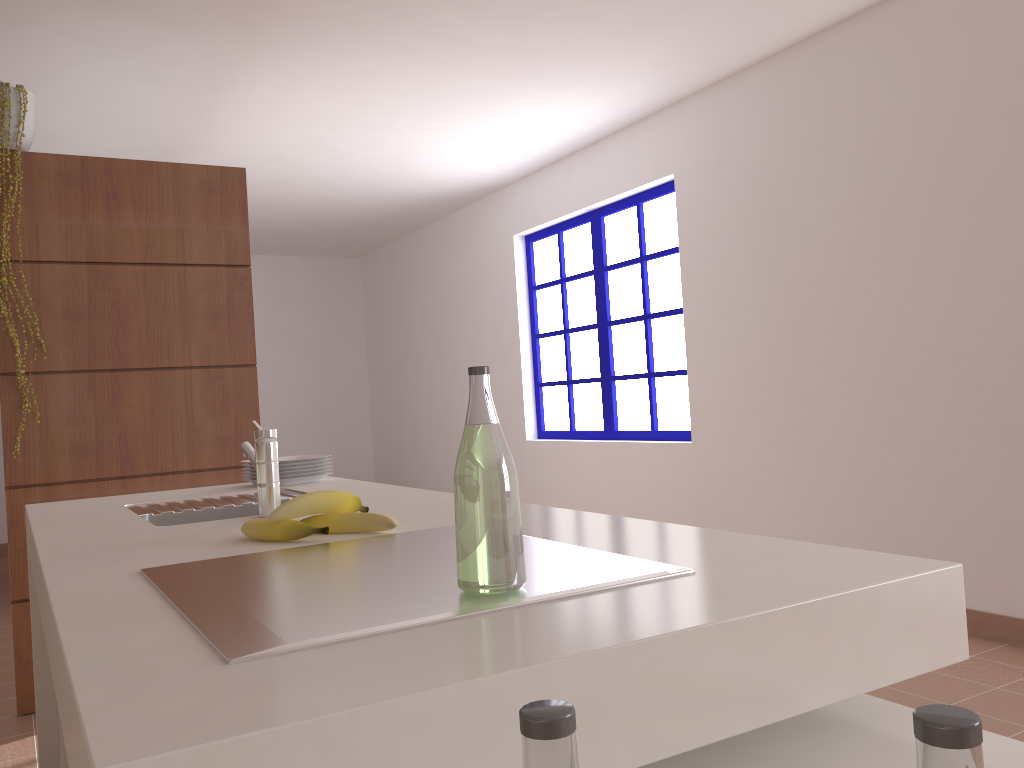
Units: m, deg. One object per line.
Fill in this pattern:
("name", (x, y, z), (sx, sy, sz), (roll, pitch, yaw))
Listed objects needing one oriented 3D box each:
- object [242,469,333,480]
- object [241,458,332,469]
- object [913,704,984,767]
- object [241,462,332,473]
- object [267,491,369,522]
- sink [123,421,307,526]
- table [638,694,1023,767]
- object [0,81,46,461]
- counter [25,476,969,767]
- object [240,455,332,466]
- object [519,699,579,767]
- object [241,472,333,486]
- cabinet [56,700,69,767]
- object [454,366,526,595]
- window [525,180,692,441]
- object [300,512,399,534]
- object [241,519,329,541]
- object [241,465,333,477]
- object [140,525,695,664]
("object", (-0.647, 0.265, 2.556), (0.228, 0.020, 0.228), (-5, -1, 42))
("object", (-0.648, 0.234, 2.556), (0.228, 0.020, 0.228), (-5, -1, 42))
("object", (0.163, 0.233, 0.315), (0.071, 0.230, 0.071), (-5, -1, 41))
("object", (-0.648, 0.244, 2.556), (0.228, 0.020, 0.228), (-5, -1, 42))
("object", (-0.303, 0.200, 1.448), (0.047, 0.055, 0.207), (-4, -1, 37))
("sink", (-0.631, 0.270, 2.016), (0.404, 0.368, 0.668), (-3, -1, -30))
("table", (0.135, 0.682, 0.732), (0.737, 0.647, 1.003), (-3, -1, -30))
("object", (-1.824, -0.395, 3.163), (0.279, 1.344, 0.297), (-4, -1, 20))
("counter", (-0.395, 0.654, 1.645), (0.821, 0.800, 2.156), (-3, -1, -30))
("object", (-0.649, 0.224, 2.557), (0.228, 0.020, 0.228), (-5, -1, 42))
("object", (0.021, 0.242, 0.347), (0.071, 0.230, 0.071), (-5, -1, 41))
("object", (-0.646, 0.275, 2.556), (0.228, 0.020, 0.228), (-5, -1, 42))
("cabinet", (-0.361, 0.701, 1.598), (0.737, 0.700, 2.048), (-3, -1, -30))
("object", (-0.027, 0.097, 0.916), (0.071, 0.230, 0.071), (-5, -1, 41))
("window", (0.571, -0.367, 5.494), (0.035, 1.430, 1.699), (-3, -1, -30))
("object", (-0.273, 0.225, 1.437), (0.207, 0.033, 0.060), (-4, -1, 15))
("object", (-0.376, 0.231, 1.408), (0.207, 0.033, 0.060), (-4, -1, 40))
("object", (-0.647, 0.255, 2.556), (0.228, 0.020, 0.228), (-5, -1, 42))
("object", (-0.151, 0.226, 1.077), (0.493, 0.006, 0.551), (-3, -1, -30))
